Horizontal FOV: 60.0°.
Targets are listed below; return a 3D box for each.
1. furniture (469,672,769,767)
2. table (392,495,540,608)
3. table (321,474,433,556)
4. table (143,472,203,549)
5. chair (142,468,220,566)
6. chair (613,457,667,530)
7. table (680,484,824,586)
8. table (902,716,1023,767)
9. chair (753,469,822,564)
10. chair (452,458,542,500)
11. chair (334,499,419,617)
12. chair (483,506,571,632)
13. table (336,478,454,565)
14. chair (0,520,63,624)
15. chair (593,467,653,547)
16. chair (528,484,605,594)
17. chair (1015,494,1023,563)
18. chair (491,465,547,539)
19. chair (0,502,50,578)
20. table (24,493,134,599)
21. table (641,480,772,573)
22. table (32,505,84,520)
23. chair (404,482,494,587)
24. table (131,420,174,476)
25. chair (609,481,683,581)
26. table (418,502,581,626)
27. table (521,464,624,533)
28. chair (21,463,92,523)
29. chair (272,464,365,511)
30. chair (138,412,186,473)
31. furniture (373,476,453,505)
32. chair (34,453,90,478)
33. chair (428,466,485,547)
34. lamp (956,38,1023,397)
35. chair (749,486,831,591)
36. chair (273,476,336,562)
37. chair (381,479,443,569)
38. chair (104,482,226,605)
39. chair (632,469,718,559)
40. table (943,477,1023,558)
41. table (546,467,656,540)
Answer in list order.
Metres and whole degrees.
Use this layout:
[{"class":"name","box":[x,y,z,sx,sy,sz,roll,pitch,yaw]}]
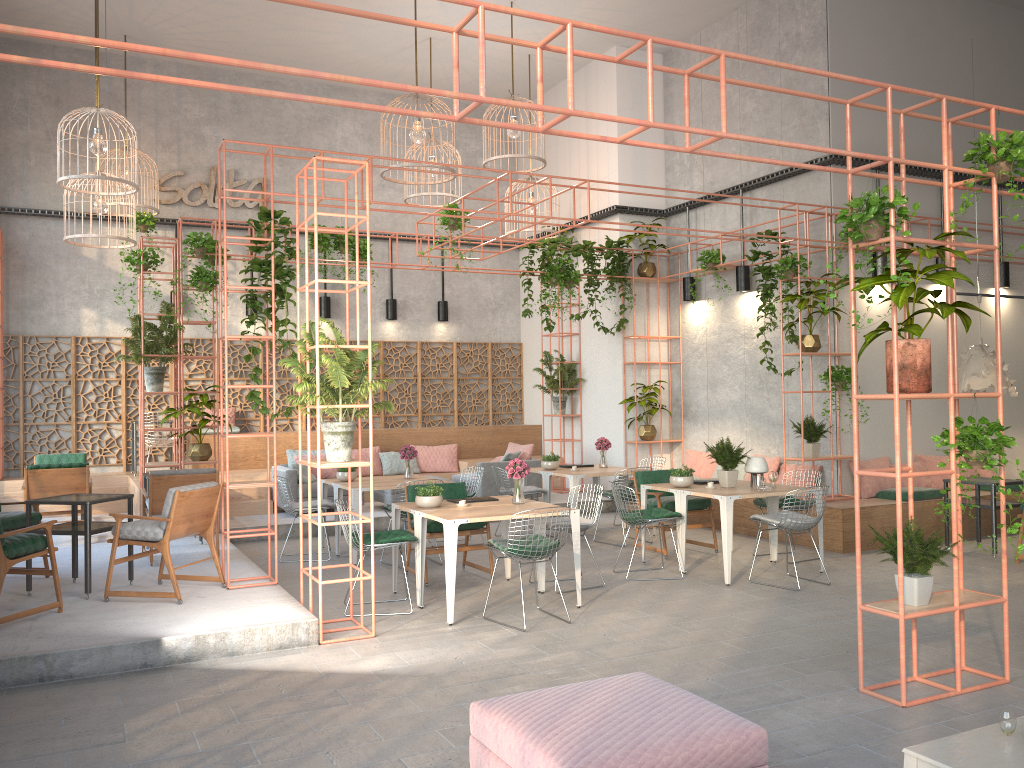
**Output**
[{"class":"furniture","box":[0.432,1.608,3.831,0.976,0.446,0.941,0,-1,-26]},{"class":"table","box":[-0.422,1.509,8.175,1.205,0.830,0.694,0,-1,-26]},{"class":"table","box":[-1.632,1.562,10.745,1.205,0.830,0.694,0,-1,-26]},{"class":"table","box":[-3.883,1.419,10.133,0.602,0.798,0.635,0,-1,-26]},{"class":"chair","box":[-3.407,1.330,9.145,0.722,0.929,0.685,0,-1,-26]},{"class":"chair","box":[1.757,1.488,12.196,0.717,0.941,0.565,0,-1,-25]},{"class":"table","box":[2.379,1.462,8.797,1.214,0.830,0.694,0,-1,-26]},{"class":"table","box":[1.945,1.576,3.258,0.916,0.455,0.520,0,-1,-26]},{"class":"chair","box":[3.003,1.422,9.664,0.717,0.941,0.565,0,-1,-25]},{"class":"chair","box":[-0.245,1.483,13.693,1.052,0.672,1.127,0,-1,-26]},{"class":"chair","box":[-1.149,1.453,7.592,0.717,0.941,0.565,-1,-1,-10]},{"class":"chair","box":[0.127,1.423,7.110,0.565,0.941,0.717,0,-1,-30]},{"class":"table","box":[-1.322,1.546,10.123,1.214,0.830,0.694,0,-1,-26]},{"class":"chair","box":[-3.881,1.299,6.569,0.722,0.914,0.685,-1,-1,14]},{"class":"chair","box":[1.371,1.471,10.888,0.565,0.941,0.717,0,-1,-30]},{"class":"chair","box":[0.513,1.441,8.419,0.717,0.941,0.565,0,-1,-25]},{"class":"chair","box":[5.668,1.378,9.029,0.722,0.929,0.685,0,-1,-26]},{"class":"chair","box":[0.095,1.501,11.369,0.717,0.941,0.565,-1,-1,-10]},{"class":"chair","box":[-4.701,1.336,7.951,0.685,0.917,0.722,-1,-1,14]},{"class":"table","box":[-3.698,1.370,7.599,0.635,0.798,0.602,-1,-1,14]},{"class":"table","box":[2.068,1.478,9.420,1.205,0.830,0.694,0,-1,-26]},{"class":"table","box":[-5.675,1.466,11.104,0.602,0.798,0.635,0,-1,-26]},{"class":"chair","box":[-0.653,1.472,8.872,0.722,0.917,0.685,0,-1,-26]},{"class":"table","box":[-5.371,0.953,13.305,0.602,0.798,0.635,0,-1,-26]},{"class":"chair","box":[1.341,1.435,8.837,0.717,0.941,0.565,-1,-1,-10]},{"class":"table","box":[-0.110,1.492,7.552,1.214,0.830,0.694,0,-1,-26]},{"class":"table","box":[0.822,1.544,11.952,1.205,0.830,0.694,0,-1,-26]},{"class":"chair","box":[-5.290,1.383,10.333,0.722,0.929,0.685,0,-1,-26]},{"class":"chair","box":[-2.828,1.467,12.876,1.127,0.586,1.056,0,-1,-26]},{"class":"chair","box":[-4.671,0.841,11.847,0.565,0.941,0.717,-1,-1,-17]},{"class":"furniture","box":[-1.489,1.607,13.198,0.975,0.446,0.941,0,-1,-26]},{"class":"chair","box":[-6.156,1.428,12.093,0.722,0.929,0.685,0,-1,-26]},{"class":"chair","box":[-0.697,1.507,10.988,0.717,0.941,0.565,0,-1,-25]},{"class":"lamp","box":[6.823,-1.878,10.733,4.456,4.052,0.704,0,-1,-26]},{"class":"chair","box":[2.617,1.405,8.355,0.565,0.941,0.717,0,-1,-30]},{"class":"chair","box":[-2.359,1.519,10.161,0.717,0.941,0.565,-1,-1,-10]},{"class":"chair","box":[-1.083,1.489,9.680,0.565,0.941,0.717,0,-1,-30]},{"class":"chair","box":[-2.873,1.298,7.404,0.685,0.914,0.722,-1,-1,14]},{"class":"chair","box":[1.838,1.454,10.117,0.722,0.917,0.685,0,-1,-26]},{"class":"table","box":[5.266,1.467,9.867,0.602,0.798,0.635,0,-1,-26]},{"class":"table","box":[1.133,1.527,11.329,1.214,0.830,0.694,0,-1,-26]}]
